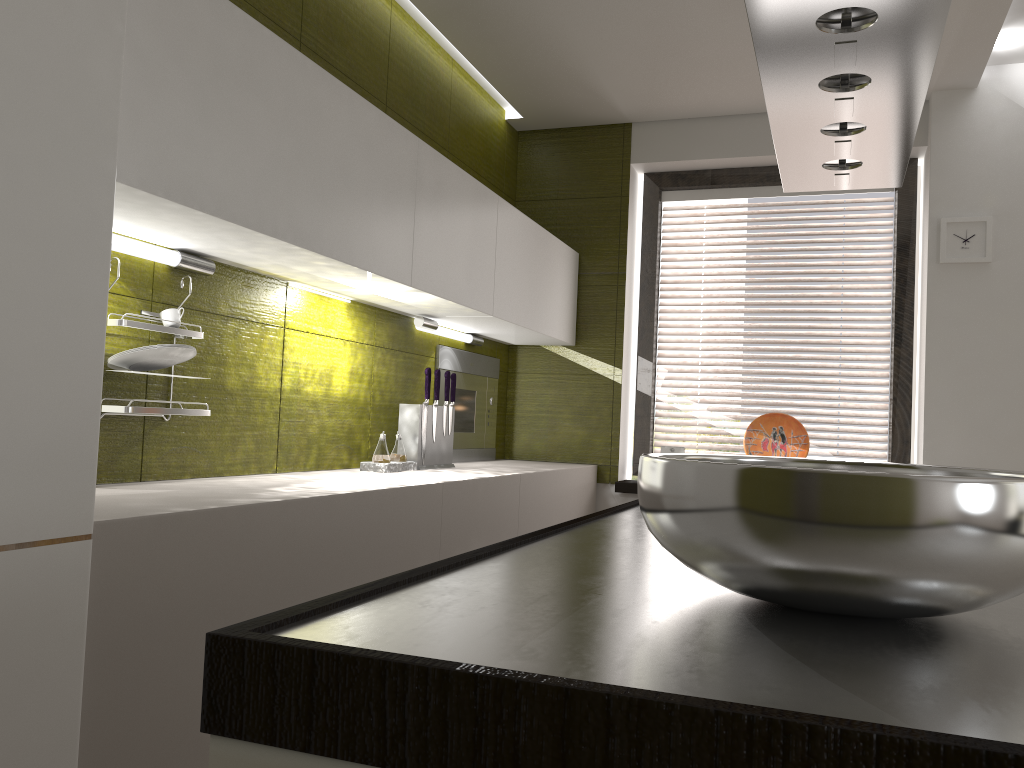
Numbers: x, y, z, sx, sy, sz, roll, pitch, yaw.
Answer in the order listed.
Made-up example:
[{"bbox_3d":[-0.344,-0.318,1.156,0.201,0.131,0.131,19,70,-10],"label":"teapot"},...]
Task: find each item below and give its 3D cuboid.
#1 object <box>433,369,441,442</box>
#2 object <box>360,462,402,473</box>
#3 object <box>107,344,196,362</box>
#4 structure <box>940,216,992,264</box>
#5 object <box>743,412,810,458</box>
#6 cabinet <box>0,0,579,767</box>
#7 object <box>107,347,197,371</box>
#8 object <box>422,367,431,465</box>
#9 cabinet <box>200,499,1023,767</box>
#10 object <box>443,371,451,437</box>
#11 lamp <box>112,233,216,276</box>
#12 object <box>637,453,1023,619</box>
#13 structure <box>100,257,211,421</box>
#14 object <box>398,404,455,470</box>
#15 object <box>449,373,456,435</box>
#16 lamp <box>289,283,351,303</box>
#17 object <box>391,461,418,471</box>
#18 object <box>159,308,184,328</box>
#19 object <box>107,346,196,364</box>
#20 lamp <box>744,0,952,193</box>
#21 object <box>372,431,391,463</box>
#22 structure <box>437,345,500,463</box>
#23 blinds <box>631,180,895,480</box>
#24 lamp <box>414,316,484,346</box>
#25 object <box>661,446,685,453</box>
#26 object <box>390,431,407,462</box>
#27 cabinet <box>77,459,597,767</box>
[{"bbox_3d":[-0.270,0.078,3.126,0.013,0.264,0.042,2,-3,20],"label":"object"},{"bbox_3d":[-0.418,0.266,2.832,0.107,0.032,0.107,2,-3,21],"label":"object"},{"bbox_3d":[-0.777,-0.059,1.915,0.173,0.052,0.181,2,-3,20],"label":"object"},{"bbox_3d":[1.784,-0.565,3.488,0.180,0.180,0.026,2,-3,20],"label":"structure"},{"bbox_3d":[0.763,0.171,2.560,0.184,0.178,0.055,2,-3,16],"label":"object"},{"bbox_3d":[-0.538,0.301,2.541,0.724,2.089,3.471,2,-3,20],"label":"cabinet"},{"bbox_3d":[-0.775,-0.053,1.914,0.173,0.052,0.181,2,-3,20],"label":"object"},{"bbox_3d":[-0.299,0.111,3.050,0.013,0.339,0.046,2,-3,20],"label":"object"},{"bbox_3d":[0.622,0.794,1.724,0.663,1.134,2.947,2,-3,20],"label":"cabinet"},{"bbox_3d":[-0.239,0.073,3.210,0.013,0.243,0.036,2,-3,20],"label":"object"},{"bbox_3d":[-0.869,-0.306,1.849,0.041,0.041,0.715,2,-3,20],"label":"lamp"},{"bbox_3d":[0.253,0.114,0.682,0.311,0.105,0.311,1,-3,33],"label":"object"},{"bbox_3d":[-0.788,-0.090,1.974,0.110,0.346,0.266,2,-3,20],"label":"structure"},{"bbox_3d":[-0.304,0.189,3.161,0.107,0.227,0.293,2,-3,20],"label":"object"},{"bbox_3d":[-0.222,0.074,3.258,0.013,0.231,0.040,2,-3,20],"label":"object"},{"bbox_3d":[-0.578,-0.274,2.689,0.008,0.008,0.334,2,-3,20],"label":"lamp"},{"bbox_3d":[-0.382,0.273,2.966,0.107,0.032,0.107,1,-3,32],"label":"object"},{"bbox_3d":[-0.780,-0.149,2.022,0.046,0.053,0.051,5,-3,-38],"label":"object"},{"bbox_3d":[-0.776,-0.056,1.914,0.173,0.052,0.181,2,-3,20],"label":"object"},{"bbox_3d":[0.700,-0.958,1.842,0.326,0.683,1.677,2,-3,20],"label":"lamp"},{"bbox_3d":[-0.415,0.211,2.834,0.059,0.121,0.059,4,-3,-24],"label":"object"},{"bbox_3d":[-0.182,0.100,3.775,0.015,0.469,0.663,2,-3,20],"label":"structure"},{"bbox_3d":[-0.420,-2.687,7.912,16.000,12.704,9.030,4,-3,-30],"label":"blinds"},{"bbox_3d":[-0.236,-0.203,3.504,0.095,0.041,0.716,2,-3,20],"label":"lamp"},{"bbox_3d":[0.717,0.364,3.970,0.106,0.169,0.057,2,-3,15],"label":"object"},{"bbox_3d":[-0.380,0.219,2.968,0.059,0.121,0.059,3,-3,-13],"label":"object"},{"bbox_3d":[-0.354,0.821,2.726,0.465,1.086,2.940,2,-3,20],"label":"cabinet"}]
